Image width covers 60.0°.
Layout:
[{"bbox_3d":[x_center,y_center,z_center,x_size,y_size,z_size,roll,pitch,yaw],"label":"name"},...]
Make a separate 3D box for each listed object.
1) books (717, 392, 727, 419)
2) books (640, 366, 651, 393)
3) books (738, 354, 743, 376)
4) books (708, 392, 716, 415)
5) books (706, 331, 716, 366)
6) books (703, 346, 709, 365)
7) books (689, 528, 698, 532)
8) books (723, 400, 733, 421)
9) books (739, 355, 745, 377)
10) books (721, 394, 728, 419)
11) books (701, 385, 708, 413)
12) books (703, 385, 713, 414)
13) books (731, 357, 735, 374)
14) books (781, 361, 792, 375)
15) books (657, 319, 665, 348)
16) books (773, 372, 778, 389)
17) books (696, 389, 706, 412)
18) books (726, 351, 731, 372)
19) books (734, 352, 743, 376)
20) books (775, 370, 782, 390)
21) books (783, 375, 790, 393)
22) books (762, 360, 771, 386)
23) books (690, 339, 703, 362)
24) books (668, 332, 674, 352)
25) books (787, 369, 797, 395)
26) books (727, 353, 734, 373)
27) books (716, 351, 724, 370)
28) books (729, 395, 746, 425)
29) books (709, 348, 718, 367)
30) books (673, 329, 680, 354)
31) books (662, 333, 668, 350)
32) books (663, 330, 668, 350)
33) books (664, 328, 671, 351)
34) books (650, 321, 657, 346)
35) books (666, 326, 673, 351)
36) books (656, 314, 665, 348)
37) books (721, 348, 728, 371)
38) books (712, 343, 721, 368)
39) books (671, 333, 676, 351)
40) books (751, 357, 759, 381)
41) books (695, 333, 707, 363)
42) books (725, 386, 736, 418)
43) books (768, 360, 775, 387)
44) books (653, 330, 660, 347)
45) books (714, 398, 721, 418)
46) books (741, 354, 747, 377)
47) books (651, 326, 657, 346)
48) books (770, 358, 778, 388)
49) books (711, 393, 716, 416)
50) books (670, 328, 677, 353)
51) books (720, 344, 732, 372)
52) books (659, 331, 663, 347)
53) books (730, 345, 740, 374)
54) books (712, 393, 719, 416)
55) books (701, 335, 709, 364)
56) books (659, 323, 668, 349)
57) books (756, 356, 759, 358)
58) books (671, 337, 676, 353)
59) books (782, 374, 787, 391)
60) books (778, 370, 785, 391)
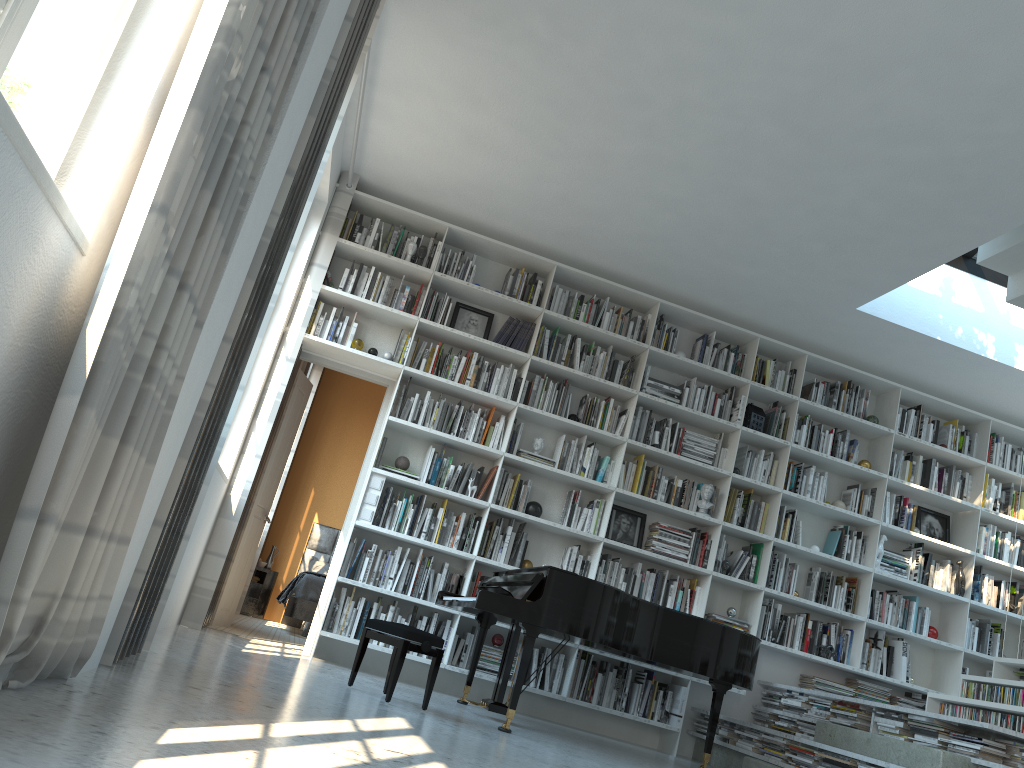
[{"bbox_3d":[1.572,0.200,6.810,0.032,0.247,0.173,18,-16,-9],"label":"books"},{"bbox_3d":[0.979,0.002,6.701,0.021,0.248,0.192,18,-16,-9],"label":"books"},{"bbox_3d":[1.746,-0.105,6.944,0.014,0.243,0.145,18,-16,-9],"label":"books"},{"bbox_3d":[1.485,0.184,6.791,0.023,0.222,0.191,18,-16,-9],"label":"books"},{"bbox_3d":[1.508,-0.234,6.892,0.010,0.330,0.186,18,-16,-9],"label":"books"},{"bbox_3d":[1.468,-0.178,6.893,0.031,0.208,0.147,18,-16,-9],"label":"books"},{"bbox_3d":[1.310,1.212,6.557,0.011,0.298,0.130,18,-16,-9],"label":"books"},{"bbox_3d":[1.621,0.240,6.815,0.029,0.202,0.192,18,-16,-9],"label":"books"},{"bbox_3d":[1.760,-0.100,6.937,0.014,0.238,0.153,18,-16,-9],"label":"books"},{"bbox_3d":[1.598,0.207,6.832,0.029,0.260,0.133,18,-16,-9],"label":"books"},{"bbox_3d":[1.439,0.152,6.818,0.029,0.272,0.141,18,-16,-9],"label":"books"},{"bbox_3d":[1.467,0.157,6.802,0.023,0.268,0.185,18,-16,-9],"label":"books"},{"bbox_3d":[1.689,-0.102,6.934,0.014,0.204,0.135,18,-16,-9],"label":"books"},{"bbox_3d":[2.148,-0.013,7.028,0.012,0.328,0.128,18,-16,-9],"label":"books"},{"bbox_3d":[1.115,-0.341,6.835,0.010,0.295,0.153,18,-16,-9],"label":"books"},{"bbox_3d":[2.023,0.013,6.962,0.022,0.179,0.173,18,-16,-9],"label":"books"},{"bbox_3d":[1.409,0.164,6.787,0.028,0.218,0.184,18,-16,-9],"label":"books"},{"bbox_3d":[1.637,-0.132,6.905,0.012,0.216,0.180,18,-16,-9],"label":"books"},{"bbox_3d":[1.729,-0.113,6.931,0.028,0.243,0.161,18,-16,-9],"label":"books"},{"bbox_3d":[2.047,0.010,6.970,0.024,0.201,0.180,18,-16,-9],"label":"books"},{"bbox_3d":[2.118,0.040,6.990,0.022,0.193,0.182,18,-16,-9],"label":"books"},{"bbox_3d":[1.959,-0.046,6.959,0.054,0.254,0.191,18,-16,-9],"label":"books"},{"bbox_3d":[1.420,-0.213,6.887,0.012,0.244,0.151,18,-16,-9],"label":"books"},{"bbox_3d":[1.191,-0.279,6.834,0.016,0.218,0.144,18,-16,-9],"label":"books"},{"bbox_3d":[2.165,0.021,6.990,0.029,0.252,0.186,18,-16,-9],"label":"books"},{"bbox_3d":[1.656,-0.123,6.890,0.023,0.201,0.193,18,-16,-9],"label":"books"},{"bbox_3d":[1.583,-0.143,6.894,0.033,0.202,0.166,18,-16,-9],"label":"books"},{"bbox_3d":[1.690,0.229,6.776,0.037,0.236,0.273,18,-16,-9],"label":"books"},{"bbox_3d":[1.519,-0.167,6.885,0.050,0.210,0.173,18,-16,-9],"label":"books"},{"bbox_3d":[1.234,-0.283,6.846,0.011,0.255,0.144,18,-16,-9],"label":"books"},{"bbox_3d":[1.139,-0.283,6.826,0.023,0.195,0.172,18,-16,-9],"label":"books"},{"bbox_3d":[1.153,-0.291,6.852,0.006,0.232,0.136,18,-16,-9],"label":"books"},{"bbox_3d":[1.167,-0.298,6.843,0.014,0.247,0.139,18,-16,-9],"label":"books"},{"bbox_3d":[1.037,-0.349,6.803,0.026,0.252,0.186,18,-16,-9],"label":"books"},{"bbox_3d":[1.183,-0.303,6.841,0.013,0.263,0.147,18,-16,-9],"label":"books"},{"bbox_3d":[1.108,-0.364,6.844,0.014,0.340,0.145,18,-16,-9],"label":"books"},{"bbox_3d":[1.613,-0.148,6.908,0.023,0.236,0.154,18,-16,-9],"label":"books"},{"bbox_3d":[1.559,-0.179,6.916,0.028,0.269,0.140,18,-16,-9],"label":"books"},{"bbox_3d":[1.209,-0.283,6.857,0.013,0.249,0.148,18,-16,-9],"label":"books"},{"bbox_3d":[1.859,-0.075,6.930,0.007,0.238,0.192,18,-16,-9],"label":"books"},{"bbox_3d":[1.442,-0.235,6.879,0.014,0.291,0.176,18,-16,-9],"label":"books"},{"bbox_3d":[1.655,0.188,6.845,0.012,0.333,0.156,18,-16,-9],"label":"books"},{"bbox_3d":[1.996,-0.038,6.989,0.030,0.273,0.152,18,-16,-9],"label":"books"},{"bbox_3d":[1.074,-0.306,6.809,0.026,0.194,0.167,18,-16,-9],"label":"books"},{"bbox_3d":[1.536,0.219,6.798,0.029,0.187,0.176,18,-16,-9],"label":"books"},{"bbox_3d":[1.778,-0.101,6.949,0.022,0.256,0.137,18,-16,-9],"label":"books"},{"bbox_3d":[1.052,-0.326,6.821,0.023,0.227,0.157,18,-16,-9],"label":"books"},{"bbox_3d":[2.022,-0.046,6.978,0.010,0.296,0.168,18,-16,-9],"label":"books"},{"bbox_3d":[1.509,0.192,6.808,0.010,0.229,0.152,18,-16,-9],"label":"books"},{"bbox_3d":[1.206,-0.293,6.838,0.005,0.254,0.168,18,-16,-9],"label":"books"},{"bbox_3d":[1.636,-0.162,6.901,0.010,0.269,0.180,18,-16,-9],"label":"books"},{"bbox_3d":[1.110,-0.293,6.836,0.011,0.205,0.146,18,-16,-9],"label":"books"},{"bbox_3d":[1.717,-0.147,6.943,0.012,0.307,0.138,18,-16,-9],"label":"books"},{"bbox_3d":[1.521,0.194,6.804,0.012,0.230,0.158,18,-16,-9],"label":"books"},{"bbox_3d":[1.462,-0.228,6.890,0.011,0.295,0.157,18,-16,-9],"label":"books"},{"bbox_3d":[1.134,-0.323,6.820,0.011,0.264,0.164,18,-16,-9],"label":"books"},{"bbox_3d":[1.864,-0.079,6.948,0.006,0.259,0.166,18,-16,-9],"label":"books"},{"bbox_3d":[1.214,-0.253,6.841,0.010,0.186,0.153,18,-16,-9],"label":"books"},{"bbox_3d":[2.095,0.030,6.995,0.025,0.203,0.162,18,-16,-9],"label":"books"},{"bbox_3d":[2.075,0.012,6.972,0.031,0.212,0.170,18,-16,-9],"label":"books"}]
